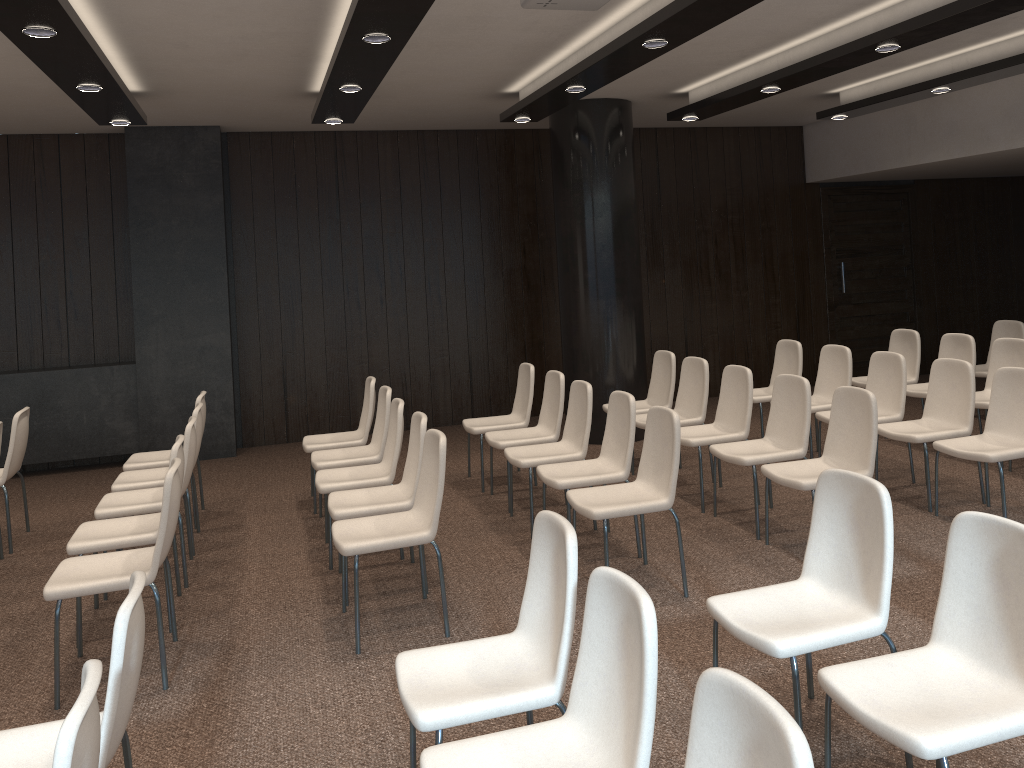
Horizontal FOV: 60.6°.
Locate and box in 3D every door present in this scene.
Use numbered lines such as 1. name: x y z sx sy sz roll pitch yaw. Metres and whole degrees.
1. door: 4.472 -1.267 10.920 1.404 2.405 0.268 -4 0 -16

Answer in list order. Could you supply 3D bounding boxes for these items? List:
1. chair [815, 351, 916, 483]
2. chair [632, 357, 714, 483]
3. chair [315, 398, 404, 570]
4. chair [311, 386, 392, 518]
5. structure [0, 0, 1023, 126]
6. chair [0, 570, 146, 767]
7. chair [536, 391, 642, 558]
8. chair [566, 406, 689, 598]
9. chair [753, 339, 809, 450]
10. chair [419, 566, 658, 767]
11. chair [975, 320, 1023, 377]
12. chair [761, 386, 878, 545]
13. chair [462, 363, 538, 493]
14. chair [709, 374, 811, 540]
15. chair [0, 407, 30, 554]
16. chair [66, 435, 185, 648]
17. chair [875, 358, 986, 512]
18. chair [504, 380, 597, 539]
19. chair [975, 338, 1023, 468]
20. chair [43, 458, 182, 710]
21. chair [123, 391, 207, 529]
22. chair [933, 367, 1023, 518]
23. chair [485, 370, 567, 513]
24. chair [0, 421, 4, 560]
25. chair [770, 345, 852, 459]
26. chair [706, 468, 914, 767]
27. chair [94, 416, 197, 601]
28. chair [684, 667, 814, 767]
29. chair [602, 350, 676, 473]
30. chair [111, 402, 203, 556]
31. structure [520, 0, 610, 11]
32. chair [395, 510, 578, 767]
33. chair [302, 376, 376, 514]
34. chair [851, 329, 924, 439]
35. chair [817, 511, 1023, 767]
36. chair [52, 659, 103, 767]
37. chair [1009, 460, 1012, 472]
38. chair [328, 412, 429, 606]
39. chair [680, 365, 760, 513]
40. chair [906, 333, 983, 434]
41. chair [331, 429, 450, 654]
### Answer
1. chair: 2.554 0.235 6.369 0.559 0.899 0.532 -4 2 -14
2. chair: 1.206 0.268 6.657 0.559 0.899 0.532 -4 2 -17
3. chair: -0.919 0.568 5.356 0.559 0.899 0.532 -4 2 -14
4. chair: -1.078 0.492 5.950 0.559 0.899 0.532 -4 2 -16
5. structure: -1.874 -1.624 2.899 13.181 0.229 8.114 -5 8 -16
6. chair: -1.251 1.016 2.322 0.559 0.899 0.532 -4 2 -17
7. chair: 0.451 0.520 5.165 0.559 0.899 0.532 -4 2 -14
8. chair: 0.594 0.597 4.567 0.559 0.899 0.532 -4 2 -14
9. chair: 2.199 0.089 7.538 0.559 0.899 0.532 -4 2 -14
10. chair: 0.072 0.968 2.148 0.559 0.899 0.532 -4 2 -17
11. chair: 4.488 -0.131 8.206 0.559 0.899 0.532 -4 2 -14
12. chair: 1.726 0.491 4.882 0.559 0.899 0.532 -4 2 -14
13. chair: -0.092 0.309 6.860 0.559 0.899 0.532 -4 2 -14
14. chair: 1.567 0.416 5.474 0.559 0.899 0.532 -4 2 -16
15. chair: -3.532 0.638 5.867 0.559 0.899 0.532 -4 2 -17
16. chair: -1.943 0.749 4.469 0.559 0.899 0.532 -4 2 -16
17. chair: 2.749 0.303 5.812 0.559 0.899 0.532 -4 2 -14
18. chair: 0.251 0.453 5.715 0.559 0.899 0.532 -4 2 -14
19. chair: 3.714 0.115 6.773 0.559 0.899 0.532 -4 2 -18
20. chair: -1.739 0.822 3.878 0.559 0.899 0.532 -4 2 -16
21. chair: -2.439 0.529 6.211 0.559 0.899 0.532 -4 2 -14
22. chair: 2.890 0.375 5.254 0.559 0.899 0.532 -4 2 -18
23. chair: 0.106 0.379 6.293 0.559 0.899 0.532 -4 2 -15
24. chair: -3.382 0.713 5.281 0.559 0.899 0.532 -4 2 -16
25. chair: 2.395 0.160 6.961 0.559 0.899 0.532 -4 2 -16
26. chair: 1.008 0.792 3.035 0.559 0.899 0.532 -4 2 -18
27. chair: -2.097 0.672 5.071 0.559 0.899 0.532 -4 2 -17
28. chair: 0.236 1.045 1.547 0.559 0.899 0.532 -4 2 -16
29. chair: 1.063 0.196 7.216 0.559 0.899 0.532 -4 2 -15
30. chair: -2.257 0.602 5.629 0.559 0.899 0.532 -4 2 -16
31. structure: 0.249 -1.826 3.798 0.409 0.313 0.385 -5 5 -16
32. chair: -0.070 0.897 2.708 0.559 0.899 0.532 -4 2 -15
33. chair: -1.274 0.421 6.526 0.559 0.899 0.532 -4 2 -14
34. chair: 3.372 -0.028 7.910 0.559 0.899 0.532 -4 2 -14
35. chair: 1.206 0.864 2.452 0.559 0.899 0.532 -4 2 -16
36. chair: -1.102 1.090 1.739 0.559 0.899 0.532 -4 2 -17
37. chair: 3.867 0.191 6.171 0.559 0.899 0.532 -4 2 -17
38. chair: -0.724 0.636 4.799 0.559 0.899 0.532 -4 2 -14
39. chair: 1.370 0.344 6.053 0.559 0.899 0.532 -4 2 -15
40. chair: 3.555 0.045 7.327 0.559 0.899 0.532 -4 2 -14
41. chair: -0.582 0.708 4.240 0.559 0.899 0.532 -4 2 -17
